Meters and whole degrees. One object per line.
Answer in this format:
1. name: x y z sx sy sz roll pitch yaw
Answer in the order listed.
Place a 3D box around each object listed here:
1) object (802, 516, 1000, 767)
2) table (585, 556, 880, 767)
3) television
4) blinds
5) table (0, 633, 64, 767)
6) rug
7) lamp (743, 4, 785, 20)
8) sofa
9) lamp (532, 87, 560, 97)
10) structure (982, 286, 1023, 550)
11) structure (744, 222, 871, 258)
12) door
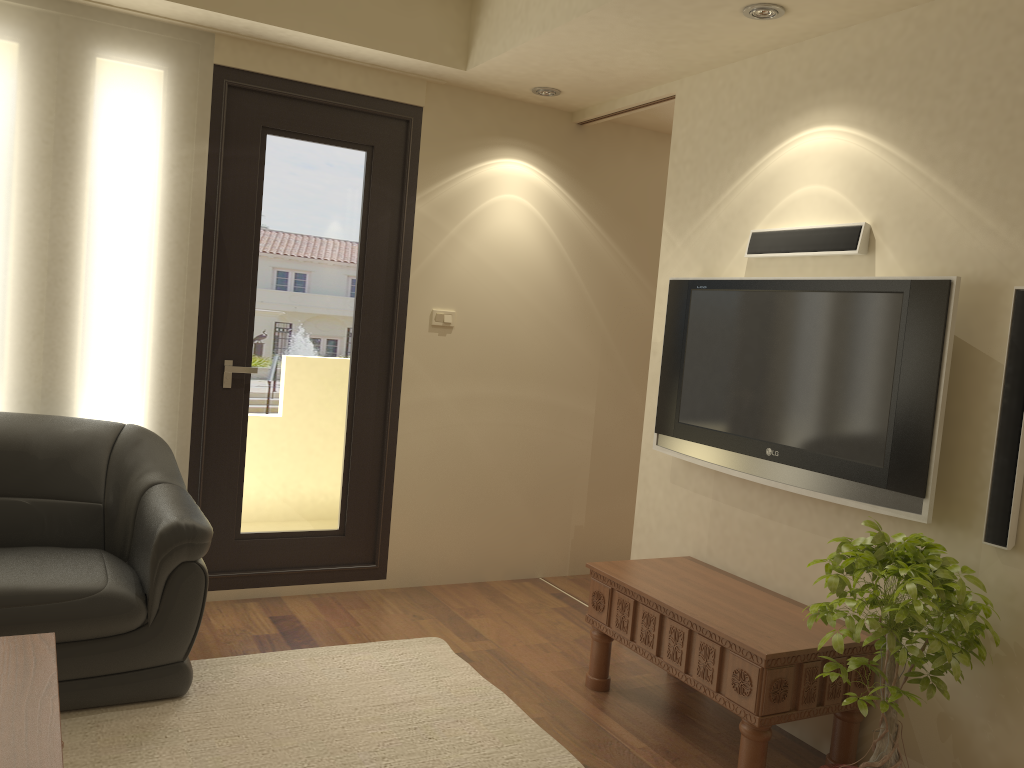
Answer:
1. object: 1.103 0.876 2.583 0.528 0.957 0.565 6 4 14
2. table: 0.751 1.031 3.291 0.538 0.493 1.009 3 5 -29
3. television: 1.020 -0.007 3.324 0.110 0.778 1.377 3 5 -29
4. blinds: -2.660 -0.398 3.336 2.830 2.453 0.002 3 5 -29
5. table: -1.539 0.949 1.713 1.213 0.482 1.045 3 5 -29
6. rug: -1.319 1.184 2.059 3.592 0.011 2.482 3 5 -29
7. lamp: 0.888 -1.328 3.120 0.143 0.059 0.143 3 4 -23
8. sofa: -2.289 0.566 2.981 2.337 0.918 0.944 3 5 -29
9. lamp: 0.173 -1.483 4.443 0.143 0.059 0.143 3 4 -23
10. structure: 1.465 0.099 2.585 0.036 0.764 0.079 3 5 -29
11. structure: 1.090 -0.534 3.320 0.048 0.111 0.559 3 5 -29
12. door: -1.011 -0.213 4.317 1.011 2.420 0.118 3 5 -29
